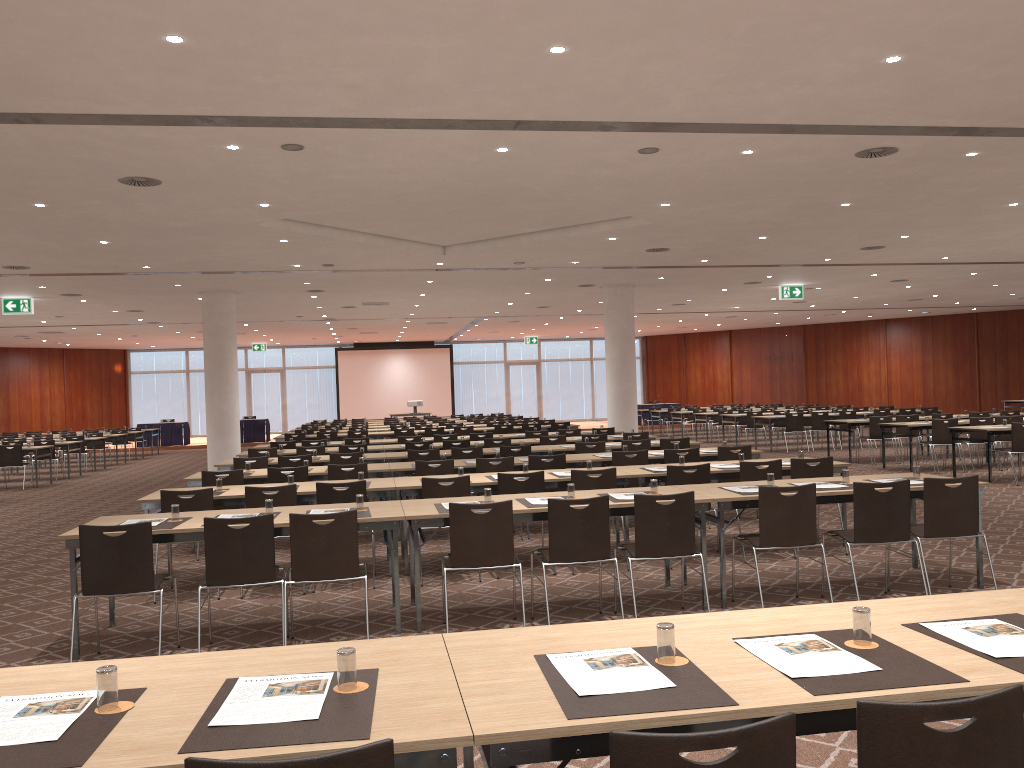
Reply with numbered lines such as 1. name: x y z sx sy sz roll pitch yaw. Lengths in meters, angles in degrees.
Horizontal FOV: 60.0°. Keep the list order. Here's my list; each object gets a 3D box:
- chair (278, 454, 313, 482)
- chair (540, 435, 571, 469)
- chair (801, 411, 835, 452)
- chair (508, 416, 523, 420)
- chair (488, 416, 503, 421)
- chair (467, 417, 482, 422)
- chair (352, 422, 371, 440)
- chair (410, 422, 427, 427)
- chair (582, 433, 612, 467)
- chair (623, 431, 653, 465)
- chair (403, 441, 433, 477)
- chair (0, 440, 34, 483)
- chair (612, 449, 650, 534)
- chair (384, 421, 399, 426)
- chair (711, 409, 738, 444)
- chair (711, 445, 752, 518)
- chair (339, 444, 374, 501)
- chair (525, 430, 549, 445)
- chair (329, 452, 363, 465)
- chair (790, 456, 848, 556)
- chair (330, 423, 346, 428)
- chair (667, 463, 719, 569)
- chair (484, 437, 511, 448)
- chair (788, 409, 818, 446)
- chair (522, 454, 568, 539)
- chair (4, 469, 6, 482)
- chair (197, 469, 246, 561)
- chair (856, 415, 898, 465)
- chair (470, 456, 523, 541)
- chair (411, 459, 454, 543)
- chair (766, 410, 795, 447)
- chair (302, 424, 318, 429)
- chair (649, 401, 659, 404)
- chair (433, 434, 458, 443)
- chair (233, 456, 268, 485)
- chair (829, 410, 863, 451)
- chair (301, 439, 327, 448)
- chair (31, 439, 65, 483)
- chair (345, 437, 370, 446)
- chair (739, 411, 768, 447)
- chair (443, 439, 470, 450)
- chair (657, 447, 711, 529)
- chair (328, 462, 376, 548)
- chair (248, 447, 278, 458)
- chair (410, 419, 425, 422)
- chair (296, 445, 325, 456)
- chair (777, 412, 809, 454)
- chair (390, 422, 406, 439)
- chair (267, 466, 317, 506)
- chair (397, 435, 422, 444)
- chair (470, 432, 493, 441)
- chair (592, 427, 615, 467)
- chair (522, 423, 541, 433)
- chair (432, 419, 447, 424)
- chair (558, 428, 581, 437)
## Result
1. chair: -2.855 1.399 11.766 0.535 0.939 0.614 -2 0 -10
2. chair: 0.653 1.296 14.442 0.535 0.939 0.614 -2 0 -8
3. chair: 7.245 1.114 21.048 0.535 0.939 0.614 -2 0 -8
4. chair: 0.099 1.398 25.926 0.535 0.939 0.614 -2 0 -8
5. chair: -0.502 1.419 25.863 0.535 0.939 0.614 -2 0 -12
6. chair: -1.100 1.438 25.731 0.535 0.939 0.614 -2 0 -9
7. chair: -4.299 1.546 25.244 0.535 0.939 0.614 -2 0 -7
8. chair: -2.482 1.471 23.557 0.535 0.939 0.614 -2 0 -9
9. chair: 1.315 1.274 14.473 0.535 0.939 0.614 -2 0 -12
10. chair: 2.011 1.250 14.621 0.535 0.939 0.614 -2 0 -9
11. chair: -1.480 1.368 14.094 0.535 0.939 0.614 -2 0 -12
12. chair: -11.253 1.752 20.116 0.535 0.939 0.614 -2 0 -11
13. chair: 1.370 1.243 10.507 0.535 0.939 0.614 -2 0 -8
14. chair: -3.430 1.517 25.350 0.535 0.939 0.614 -2 0 -8
15. chair: 5.954 1.187 24.951 0.535 0.939 0.614 -2 0 -10
16. chair: 2.618 1.201 10.668 0.535 0.939 0.614 -2 0 -12
17. chair: -2.457 1.401 13.857 0.535 0.939 0.614 -2 0 -7
18. chair: 0.439 1.318 16.356 0.535 0.939 0.614 -2 0 -10
19. chair: -2.223 1.379 11.947 0.535 0.939 0.614 -2 0 -12
20. chair: 2.891 1.178 8.728 0.535 0.939 0.614 -2 0 -7
21. chair: -4.919 1.568 25.185 0.535 0.939 0.614 -2 0 -9
22. chair: 1.630 1.219 8.445 0.535 0.939 0.614 -2 0 -12
23. chair: -0.238 1.326 14.254 0.535 0.939 0.614 -2 0 -8
24. chair: 7.571 1.118 23.128 0.535 0.939 0.614 -2 0 -10
25. chair: 0.398 1.276 10.305 0.535 0.939 0.614 -2 0 -6
26. chair: -11.791 1.769 19.886 0.535 0.939 0.614 -2 0 -7
27. chair: -3.125 1.394 9.695 0.535 0.939 0.614 -2 0 -10
28. chair: 7.140 1.092 17.410 0.535 0.939 0.614 -2 0 -9
29. chair: -0.200 1.296 10.172 0.535 0.939 0.614 -2 0 -9
30. chair: -0.872 1.318 10.098 0.535 0.939 0.614 -2 0 -7
31. chair: 6.923 1.139 22.940 0.535 0.939 0.614 -2 0 -7
32. chair: -5.666 1.592 24.985 0.535 0.939 0.614 -2 0 -8
33. chair: 5.730 1.142 35.417 0.535 0.939 0.614 -2 0 -9
34. chair: -1.207 1.373 16.123 0.535 0.939 0.614 -2 0 -10
35. chair: -3.423 1.419 11.708 0.535 0.939 0.614 -2 0 -12
36. chair: 7.904 1.091 21.074 0.535 0.939 0.614 -2 0 -10
37. chair: -3.486 1.450 15.715 0.535 0.939 0.614 -2 0 -11
38. chair: -10.530 1.727 20.092 0.535 0.939 0.614 -2 0 -12
39. chair: -2.758 1.426 15.912 0.535 0.939 0.614 -2 0 -8
40. chair: 6.232 1.163 22.969 0.535 0.939 0.614 -2 0 -8
41. chair: -0.883 1.348 14.114 0.535 0.939 0.614 -2 0 -9
42. chair: 1.976 1.222 10.528 0.535 0.939 0.614 -2 0 -9
43. chair: -1.837 1.351 9.983 0.535 0.939 0.614 -2 0 -12
44. chair: -3.821 1.447 13.712 0.535 0.939 0.614 -2 0 -9
45. chair: -2.711 1.493 25.503 0.535 0.939 0.614 -2 0 -11
46. chair: -3.108 1.423 13.786 0.535 0.939 0.614 -2 0 -11
47. chair: 6.590 1.136 20.859 0.535 0.939 0.614 -2 0 -7
48. chair: -2.995 1.488 23.430 0.535 0.939 0.614 -2 0 -8
49. chair: -2.455 1.372 9.840 0.535 0.939 0.614 -2 0 -8
50. chair: -1.830 1.394 15.986 0.535 0.939 0.614 -2 0 -7
51. chair: -0.576 1.352 16.268 0.535 0.939 0.614 -2 0 -12
52. chair: 1.673 1.276 16.557 0.535 0.939 0.614 -2 0 -12
53. chair: 0.417 1.344 19.899 0.535 0.939 0.614 -2 0 -11
54. chair: -2.094 1.472 25.646 0.535 0.939 0.614 -2 0 -12
55. chair: 1.043 1.298 16.490 0.535 0.939 0.614 -2 0 -10
